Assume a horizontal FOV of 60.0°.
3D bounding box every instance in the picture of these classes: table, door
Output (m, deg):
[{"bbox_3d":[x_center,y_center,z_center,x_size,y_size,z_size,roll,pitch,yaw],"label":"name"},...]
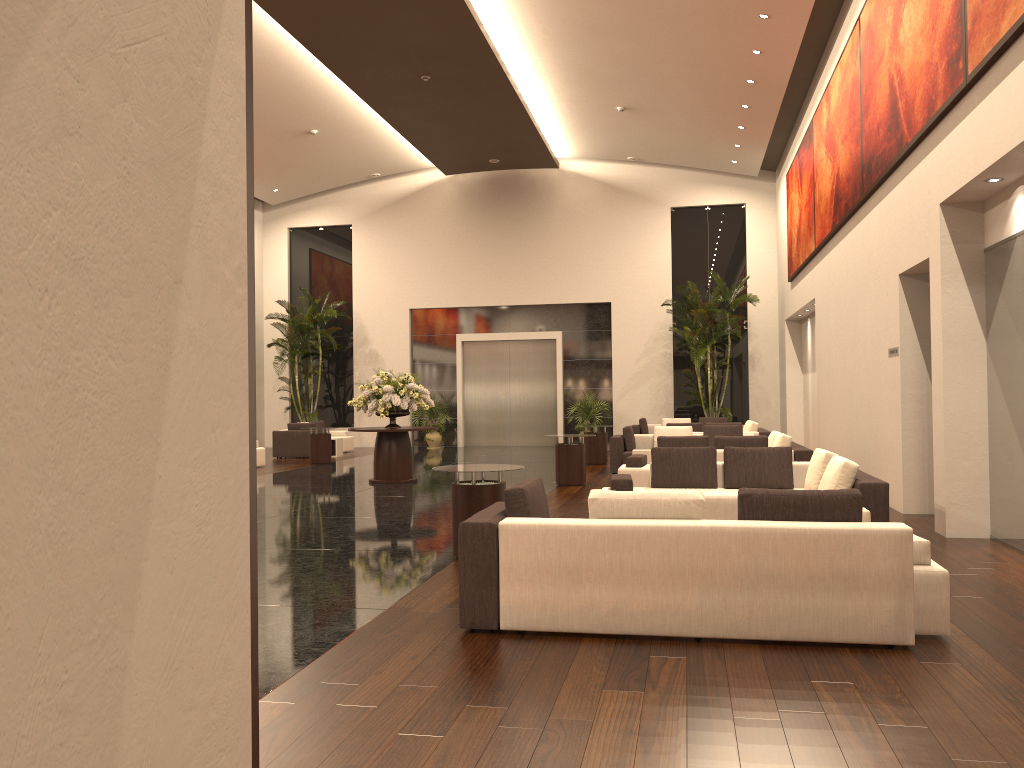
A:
[{"bbox_3d":[0.939,1.222,14.239,0.833,0.795,0.844,0,-1,-28],"label":"table"},{"bbox_3d":[-0.686,0.349,1.881,0.104,2.232,0.990,0,-1,-28],"label":"door"},{"bbox_3d":[1.746,1.272,18.485,0.833,0.795,0.844,0,-1,-28],"label":"table"},{"bbox_3d":[-2.043,1.214,15.234,1.498,0.921,1.498,-1,-1,2],"label":"table"},{"bbox_3d":[-4.450,1.576,21.972,0.400,0.460,0.400,-1,-1,11],"label":"table"},{"bbox_3d":[-4.255,1.370,19.664,0.833,0.795,0.844,0,-1,-28],"label":"table"},{"bbox_3d":[-0.050,0.269,25.453,2.767,3.048,0.040,-1,-1,11],"label":"door"},{"bbox_3d":[2.332,1.393,15.597,0.400,0.460,0.400,-1,-1,11],"label":"table"},{"bbox_3d":[-0.295,1.148,7.967,0.844,0.795,0.833,0,-1,-40],"label":"table"}]

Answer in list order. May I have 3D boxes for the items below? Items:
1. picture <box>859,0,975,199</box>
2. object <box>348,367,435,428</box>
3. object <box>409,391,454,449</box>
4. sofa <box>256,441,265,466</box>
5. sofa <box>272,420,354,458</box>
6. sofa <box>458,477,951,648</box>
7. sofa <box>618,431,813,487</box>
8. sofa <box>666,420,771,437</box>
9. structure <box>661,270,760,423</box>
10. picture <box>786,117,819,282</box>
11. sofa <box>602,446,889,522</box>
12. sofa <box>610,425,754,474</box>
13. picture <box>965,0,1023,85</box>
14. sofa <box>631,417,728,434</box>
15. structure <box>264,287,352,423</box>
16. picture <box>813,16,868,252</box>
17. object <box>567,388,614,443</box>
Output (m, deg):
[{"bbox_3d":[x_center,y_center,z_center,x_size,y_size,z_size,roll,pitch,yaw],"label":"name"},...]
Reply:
[{"bbox_3d":[4.334,-3.791,9.806,0.070,2.526,4.515,-1,-1,11],"label":"picture"},{"bbox_3d":[-2.031,0.205,15.242,1.453,1.097,1.402,0,-1,-33],"label":"object"},{"bbox_3d":[-2.209,0.978,25.035,1.297,1.682,1.373,-2,-1,44],"label":"object"},{"bbox_3d":[-5.948,1.333,17.779,1.291,0.862,2.846,-1,-1,11],"label":"sofa"},{"bbox_3d":[-4.947,1.393,22.871,1.291,0.862,2.846,-1,-1,11],"label":"sofa"},{"bbox_3d":[1.184,1.064,5.716,2.846,0.862,1.291,-1,-1,11],"label":"sofa"},{"bbox_3d":[3.005,1.151,13.469,2.586,0.862,3.366,-1,-1,11],"label":"sofa"},{"bbox_3d":[4.100,1.216,19.035,2.586,0.862,3.366,-1,-1,11],"label":"sofa"},{"bbox_3d":[5.193,-0.614,23.028,2.436,4.611,2.531,-1,-1,-17],"label":"structure"},{"bbox_3d":[6.079,-3.687,18.675,0.070,2.526,4.515,-1,-1,11],"label":"picture"},{"bbox_3d":[1.990,1.089,8.217,2.586,0.862,3.366,-1,-1,11],"label":"sofa"},{"bbox_3d":[3.226,1.186,16.094,2.846,0.862,1.291,-1,-1,11],"label":"sofa"},{"bbox_3d":[3.270,-3.854,4.398,0.070,2.526,6.485,-1,-1,11],"label":"picture"},{"bbox_3d":[4.321,1.251,21.660,2.846,0.862,1.291,-1,-1,11],"label":"sofa"},{"bbox_3d":[-5.796,-0.434,25.333,2.436,4.611,2.531,-1,-1,-17],"label":"structure"},{"bbox_3d":[5.206,-3.739,14.239,0.070,2.526,4.515,-1,-1,11],"label":"picture"},{"bbox_3d":[2.031,0.909,24.148,1.373,1.682,1.297,0,-1,-41],"label":"object"}]
